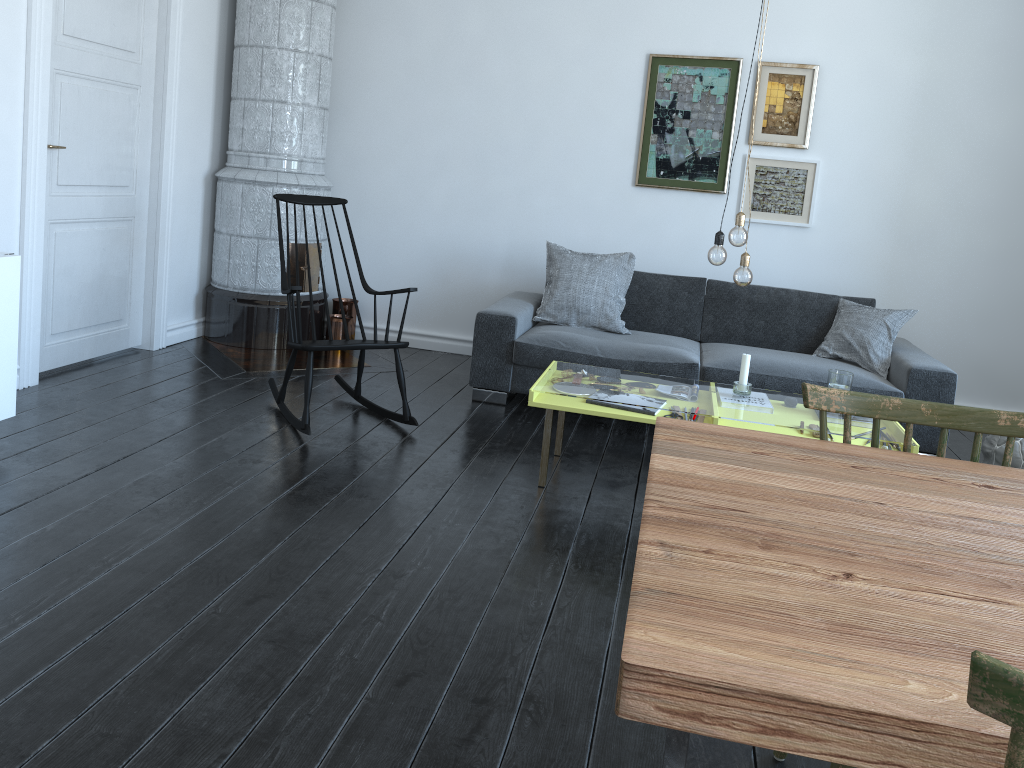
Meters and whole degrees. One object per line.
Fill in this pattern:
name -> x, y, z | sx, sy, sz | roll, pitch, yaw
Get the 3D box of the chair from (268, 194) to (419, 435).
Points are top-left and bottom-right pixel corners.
chair -> -0.844, -0.361, 4.168 | 0.612, 0.990, 0.921 | 0, 11, -34

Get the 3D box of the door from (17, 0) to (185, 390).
door -> -2.098, -1.309, 4.513 | 0.116, 2.439, 1.185 | 7, 8, 10

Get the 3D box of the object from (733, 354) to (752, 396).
object -> 0.956, -0.042, 3.625 | 0.075, 0.171, 0.075 | -2, 11, -44

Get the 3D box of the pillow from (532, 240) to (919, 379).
pillow -> 1.158, -0.447, 4.953 | 2.063, 0.485, 0.485 | 9, 10, 15

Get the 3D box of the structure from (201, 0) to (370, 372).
structure -> -1.340, -1.652, 5.393 | 0.777, 2.849, 1.290 | 1, 9, -34

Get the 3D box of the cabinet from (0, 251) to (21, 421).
cabinet -> -2.214, -0.031, 2.758 | 0.591, 0.723, 1.220 | 7, 12, 10

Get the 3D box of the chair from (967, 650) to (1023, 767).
chair -> 0.615, 0.625, 0.945 | 0.468, 0.815, 0.492 | 7, 8, 9

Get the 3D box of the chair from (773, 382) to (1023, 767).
chair -> 0.763, 0.470, 1.672 | 0.468, 0.815, 0.492 | 7, 8, 9

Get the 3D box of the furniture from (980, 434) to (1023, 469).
furniture -> 2.396, 0.364, 3.783 | 0.681, 0.376, 0.691 | 8, 12, 10

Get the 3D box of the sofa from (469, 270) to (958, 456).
sofa -> 1.050, -0.203, 4.887 | 2.378, 0.712, 1.102 | 8, 11, 11

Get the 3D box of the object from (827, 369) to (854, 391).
object -> 1.319, 0.023, 3.555 | 0.097, 0.144, 0.099 | 1, 10, -29

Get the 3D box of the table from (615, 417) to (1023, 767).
table -> 1.261, 0.678, 1.224 | 2.232, 0.706, 1.034 | 8, 11, 10

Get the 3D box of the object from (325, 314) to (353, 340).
object -> -1.118, -0.337, 5.684 | 0.174, 0.196, 0.174 | 6, 9, 0

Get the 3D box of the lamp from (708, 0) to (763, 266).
lamp -> 0.869, -1.188, 3.337 | 0.074, 1.476, 0.087 | 2, 8, -28

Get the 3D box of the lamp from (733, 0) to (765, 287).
lamp -> 0.963, -1.107, 3.339 | 0.075, 1.476, 0.089 | 10, 8, 34

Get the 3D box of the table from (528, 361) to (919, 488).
table -> 0.789, 0.250, 3.540 | 1.404, 0.393, 0.610 | 8, 11, 11

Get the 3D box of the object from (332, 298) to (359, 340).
object -> -1.119, -0.420, 5.862 | 0.173, 0.277, 0.178 | 7, 9, 10

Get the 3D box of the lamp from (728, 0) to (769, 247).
lamp -> 0.938, -1.257, 3.305 | 0.074, 1.476, 0.075 | 1, 8, -32
